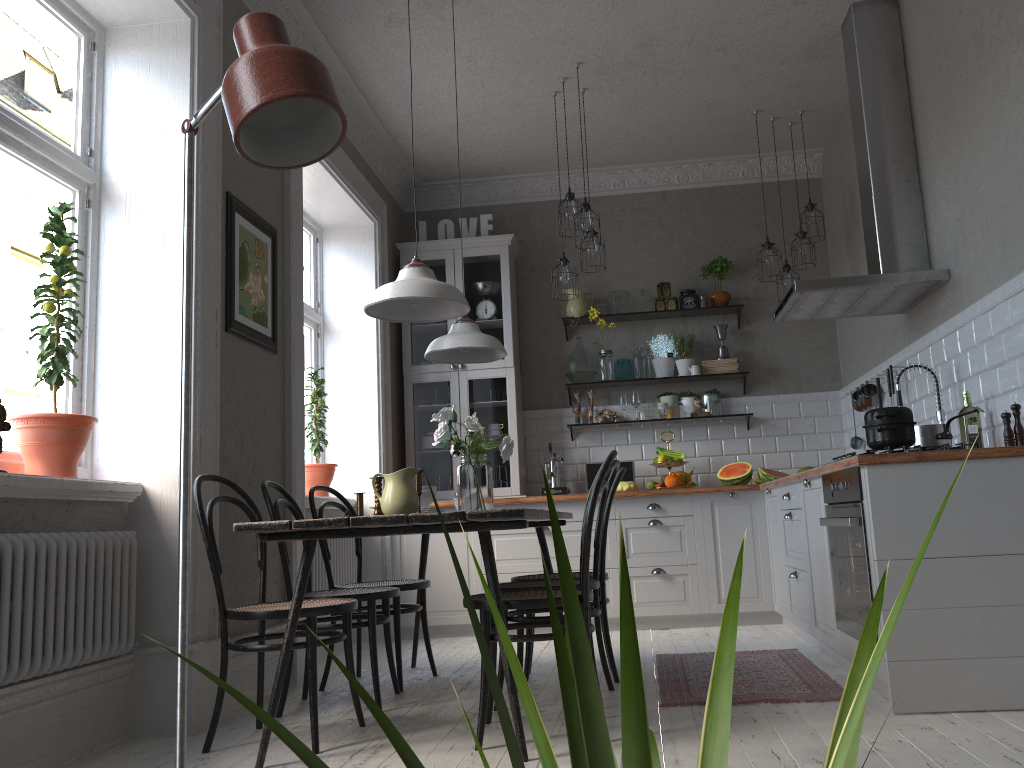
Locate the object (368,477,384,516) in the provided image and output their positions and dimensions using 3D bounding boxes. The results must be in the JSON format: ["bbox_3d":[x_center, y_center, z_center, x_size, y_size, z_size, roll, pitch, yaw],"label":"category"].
[{"bbox_3d":[-0.506,0.423,3.349,0.097,0.172,0.095,-1,-9,-12],"label":"object"}]

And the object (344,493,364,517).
[{"bbox_3d":[-0.616,0.498,3.594,0.140,0.112,0.138,-1,-9,-11],"label":"object"}]

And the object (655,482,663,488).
[{"bbox_3d":[1.024,0.702,6.115,0.084,0.057,0.090,-10,-12,38],"label":"object"}]

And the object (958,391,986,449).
[{"bbox_3d":[1.918,0.168,3.680,0.089,0.282,0.082,-4,-9,7],"label":"object"}]

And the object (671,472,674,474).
[{"bbox_3d":[1.124,0.661,6.195,0.085,0.093,0.087,-3,-9,2],"label":"object"}]

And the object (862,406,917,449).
[{"bbox_3d":[1.397,0.164,3.276,0.192,0.147,0.191,-1,-9,-14],"label":"object"}]

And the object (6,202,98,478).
[{"bbox_3d":[-1.553,-0.170,3.020,0.276,0.991,0.264,6,-13,-44],"label":"object"}]

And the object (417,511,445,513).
[{"bbox_3d":[-0.408,0.563,3.794,0.234,0.027,0.241,-7,-10,24],"label":"object"}]

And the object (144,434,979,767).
[{"bbox_3d":[0.072,0.225,0.288,0.720,0.420,0.673,-7,-10,24],"label":"object"}]

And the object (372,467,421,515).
[{"bbox_3d":[-0.405,0.387,3.150,0.152,0.170,0.133,3,-11,-32],"label":"object"}]

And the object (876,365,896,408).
[{"bbox_3d":[2.070,0.133,4.903,0.081,0.443,0.331,-4,-9,8],"label":"object"}]

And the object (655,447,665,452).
[{"bbox_3d":[1.033,0.461,6.146,0.073,0.058,0.050,0,-9,-17],"label":"object"}]

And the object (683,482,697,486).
[{"bbox_3d":[1.191,0.703,6.181,0.055,0.044,0.212,6,-13,-45],"label":"object"}]

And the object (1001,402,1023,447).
[{"bbox_3d":[1.783,0.147,3.154,0.072,0.166,0.036,-4,-9,6],"label":"object"}]

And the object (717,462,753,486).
[{"bbox_3d":[1.492,0.607,5.925,0.232,0.174,0.221,-8,-10,28],"label":"object"}]

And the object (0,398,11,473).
[{"bbox_3d":[-1.592,0.097,2.583,0.119,0.329,0.238,-4,-9,9],"label":"object"}]

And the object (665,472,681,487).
[{"bbox_3d":[1.091,0.654,6.005,0.115,0.110,0.109,2,-10,-26],"label":"object"}]

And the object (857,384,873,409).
[{"bbox_3d":[2.166,0.074,5.409,0.108,0.161,0.137,-4,-9,9],"label":"object"}]

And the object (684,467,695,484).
[{"bbox_3d":[1.221,0.636,6.138,0.060,0.120,0.128,-8,-10,30],"label":"object"}]

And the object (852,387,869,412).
[{"bbox_3d":[2.184,0.094,5.535,0.107,0.161,0.138,-6,-10,19],"label":"object"}]

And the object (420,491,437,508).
[{"bbox_3d":[-0.411,0.511,3.802,0.180,0.094,0.179,-2,-9,-3],"label":"object"}]

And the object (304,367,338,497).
[{"bbox_3d":[-1.207,0.293,5.450,0.255,0.813,0.265,-9,-11,33],"label":"object"}]

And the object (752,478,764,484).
[{"bbox_3d":[1.761,0.678,6.112,0.197,0.067,0.104,-5,-9,12],"label":"object"}]

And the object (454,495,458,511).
[{"bbox_3d":[-0.189,0.510,3.823,0.123,0.119,0.129,-6,-10,22],"label":"object"}]

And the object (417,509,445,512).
[{"bbox_3d":[-0.408,0.554,3.796,0.241,0.027,0.233,1,-10,-25],"label":"object"}]

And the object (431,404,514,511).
[{"bbox_3d":[-0.145,0.281,3.347,0.311,0.414,0.252,-3,-9,5],"label":"object"}]

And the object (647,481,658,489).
[{"bbox_3d":[0.990,0.707,6.155,0.075,0.072,0.154,-9,-11,35],"label":"object"}]

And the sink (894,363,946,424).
[{"bbox_3d":[1.725,0.267,4.031,0.526,0.720,0.488,-4,-9,6],"label":"sink"}]

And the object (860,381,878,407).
[{"bbox_3d":[2.139,0.056,5.285,0.107,0.161,0.139,-7,-10,23],"label":"object"}]

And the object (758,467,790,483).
[{"bbox_3d":[1.742,0.606,5.848,0.226,0.127,0.147,-1,-9,-11],"label":"object"}]

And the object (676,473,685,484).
[{"bbox_3d":[1.141,0.652,6.078,0.087,0.078,0.089,-9,-11,32],"label":"object"}]

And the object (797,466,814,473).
[{"bbox_3d":[1.992,0.613,5.949,0.207,0.119,0.130,3,-11,-31],"label":"object"}]

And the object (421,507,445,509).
[{"bbox_3d":[-0.409,0.546,3.797,0.233,0.027,0.242,-8,-10,29],"label":"object"}]

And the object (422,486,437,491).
[{"bbox_3d":[-0.412,0.491,3.805,0.180,0.094,0.179,-2,-9,-3],"label":"object"}]

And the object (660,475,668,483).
[{"bbox_3d":[1.095,0.675,6.203,0.077,0.076,0.157,-9,-11,33],"label":"object"}]

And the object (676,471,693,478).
[{"bbox_3d":[1.195,0.632,6.149,0.127,0.056,0.059,-3,-9,-2],"label":"object"}]

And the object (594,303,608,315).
[{"bbox_3d":[0.659,-0.534,6.563,0.103,0.111,0.104,-4,-9,6],"label":"object"}]

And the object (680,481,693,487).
[{"bbox_3d":[1.191,0.693,6.058,0.069,0.051,0.088,4,-11,-35],"label":"object"}]

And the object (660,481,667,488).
[{"bbox_3d":[1.042,0.713,6.127,0.070,0.076,0.227,-1,-9,-10],"label":"object"}]

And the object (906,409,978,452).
[{"bbox_3d":[1.696,0.189,3.475,0.297,0.134,0.178,-11,-12,40],"label":"object"}]

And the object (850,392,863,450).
[{"bbox_3d":[2.232,0.239,5.774,0.076,0.378,0.083,-4,-9,7],"label":"object"}]

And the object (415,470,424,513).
[{"bbox_3d":[-0.339,0.397,3.226,0.058,0.167,0.060,-6,-10,20],"label":"object"}]

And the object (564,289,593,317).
[{"bbox_3d":[0.491,-0.585,6.529,0.188,0.216,0.175,-6,-10,20],"label":"object"}]
